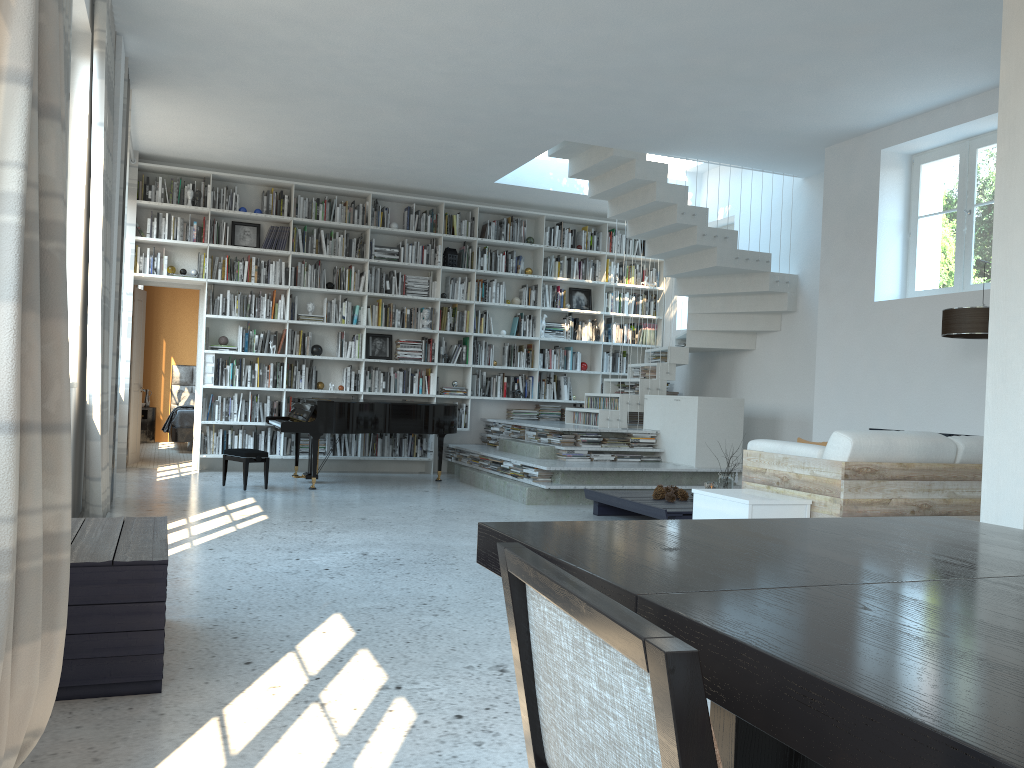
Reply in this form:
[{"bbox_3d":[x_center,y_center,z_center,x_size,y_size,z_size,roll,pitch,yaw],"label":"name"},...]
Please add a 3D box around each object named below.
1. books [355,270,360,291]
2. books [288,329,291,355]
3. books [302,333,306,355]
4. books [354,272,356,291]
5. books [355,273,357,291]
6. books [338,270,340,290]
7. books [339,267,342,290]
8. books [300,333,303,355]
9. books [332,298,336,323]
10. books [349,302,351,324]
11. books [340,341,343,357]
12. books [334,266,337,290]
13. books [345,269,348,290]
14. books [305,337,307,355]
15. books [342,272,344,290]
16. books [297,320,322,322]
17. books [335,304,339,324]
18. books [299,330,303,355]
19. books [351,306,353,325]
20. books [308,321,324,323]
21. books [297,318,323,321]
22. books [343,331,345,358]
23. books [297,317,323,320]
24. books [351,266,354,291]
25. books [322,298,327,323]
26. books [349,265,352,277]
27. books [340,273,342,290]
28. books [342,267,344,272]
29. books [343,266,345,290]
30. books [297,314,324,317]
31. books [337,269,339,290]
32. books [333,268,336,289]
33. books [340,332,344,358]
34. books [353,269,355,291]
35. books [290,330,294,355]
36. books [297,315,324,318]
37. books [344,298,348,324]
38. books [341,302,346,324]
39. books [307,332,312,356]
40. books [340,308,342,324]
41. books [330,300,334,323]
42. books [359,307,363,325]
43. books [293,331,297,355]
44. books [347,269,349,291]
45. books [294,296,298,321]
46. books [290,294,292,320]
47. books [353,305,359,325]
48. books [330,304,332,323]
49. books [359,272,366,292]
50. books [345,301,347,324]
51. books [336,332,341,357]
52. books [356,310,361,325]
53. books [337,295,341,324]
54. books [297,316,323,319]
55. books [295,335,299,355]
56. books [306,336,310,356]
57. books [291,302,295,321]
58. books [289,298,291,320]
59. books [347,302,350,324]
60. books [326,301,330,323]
[{"bbox_3d":[-1.741,-1.147,9.963,0.022,0.257,0.155,2,0,-21],"label":"books"},{"bbox_3d":[-2.443,-0.458,9.706,0.025,0.284,0.145,2,0,-21],"label":"books"},{"bbox_3d":[-2.306,-0.433,9.779,0.028,0.248,0.142,2,0,-21],"label":"books"},{"bbox_3d":[-1.783,-1.135,9.957,0.011,0.229,0.165,2,0,-21],"label":"books"},{"bbox_3d":[-1.767,-1.128,9.964,0.024,0.216,0.142,2,0,-21],"label":"books"},{"bbox_3d":[-1.934,-1.147,9.872,0.005,0.236,0.178,2,0,-21],"label":"books"},{"bbox_3d":[-1.919,-1.162,9.910,0.009,0.267,0.149,2,0,-21],"label":"books"},{"bbox_3d":[-2.320,-0.432,9.756,0.014,0.244,0.153,2,0,-21],"label":"books"},{"bbox_3d":[-1.987,-0.805,9.868,0.012,0.286,0.167,2,0,-21],"label":"books"},{"bbox_3d":[-1.834,-0.782,9.953,0.022,0.256,0.152,2,0,-21],"label":"books"},{"bbox_3d":[-1.924,-0.384,9.908,0.025,0.186,0.154,2,0,-21],"label":"books"},{"bbox_3d":[-1.975,-1.169,9.894,0.012,0.276,0.129,2,0,-21],"label":"books"},{"bbox_3d":[-1.856,-1.147,9.899,0.013,0.244,0.188,2,0,-21],"label":"books"},{"bbox_3d":[-2.282,-0.412,9.767,0.011,0.208,0.180,2,0,-21],"label":"books"},{"bbox_3d":[-1.901,-1.136,9.883,0.006,0.216,0.181,2,0,-21],"label":"books"},{"bbox_3d":[-2.235,-0.692,9.793,0.254,0.012,0.161,3,-1,-21],"label":"books"},{"bbox_3d":[-1.966,-0.773,9.894,0.048,0.225,0.149,2,0,-21],"label":"books"},{"bbox_3d":[-2.331,-0.448,9.729,0.026,0.274,0.190,2,0,-21],"label":"books"},{"bbox_3d":[-1.812,-0.763,9.962,0.026,0.219,0.150,2,0,-21],"label":"books"},{"bbox_3d":[-2.234,-0.679,9.789,0.285,0.012,0.159,3,-1,-23],"label":"books"},{"bbox_3d":[-2.232,-0.704,9.785,0.254,0.012,0.161,3,-1,-25],"label":"books"},{"bbox_3d":[-1.897,-0.438,9.926,0.012,0.298,0.166,2,0,-21],"label":"books"},{"bbox_3d":[-2.230,-0.716,9.783,0.254,0.012,0.161,3,-1,-26],"label":"books"},{"bbox_3d":[-1.803,-1.164,9.937,0.022,0.284,0.190,2,0,-21],"label":"books"},{"bbox_3d":[-2.079,-0.809,9.835,0.012,0.285,0.159,2,0,-21],"label":"books"},{"bbox_3d":[-1.818,-1.175,9.935,0.006,0.304,0.165,2,0,-21],"label":"books"},{"bbox_3d":[-1.927,-1.129,9.899,0.011,0.200,0.162,2,0,-21],"label":"books"},{"bbox_3d":[-1.903,-1.165,9.906,0.005,0.275,0.157,2,0,-21],"label":"books"},{"bbox_3d":[-1.889,-1.171,9.922,0.033,0.287,0.155,2,0,-21],"label":"books"},{"bbox_3d":[-2.229,-0.752,9.784,0.285,0.012,0.159,3,-1,-25],"label":"books"},{"bbox_3d":[-1.954,-1.150,9.873,0.005,0.240,0.173,2,0,-21],"label":"books"},{"bbox_3d":[-1.981,-1.158,9.884,0.005,0.254,0.161,2,0,-21],"label":"books"},{"bbox_3d":[-1.909,-0.436,9.925,0.011,0.291,0.155,2,0,-21],"label":"books"},{"bbox_3d":[-1.791,-1.150,9.950,0.010,0.257,0.140,2,0,-21],"label":"books"},{"bbox_3d":[-2.421,-0.452,9.720,0.026,0.275,0.154,2,0,-21],"label":"books"},{"bbox_3d":[-2.232,-0.740,9.789,0.285,0.012,0.159,3,-1,-19],"label":"books"},{"bbox_3d":[-1.862,-0.806,9.919,0.011,0.301,0.178,2,0,-21],"label":"books"},{"bbox_3d":[-1.893,-0.781,9.909,0.028,0.247,0.170,2,0,-21],"label":"books"},{"bbox_3d":[-2.241,-0.439,9.795,0.028,0.266,0.144,2,0,-21],"label":"books"},{"bbox_3d":[-1.926,-0.753,9.917,0.025,0.189,0.140,2,0,-21],"label":"books"},{"bbox_3d":[-2.007,-0.796,9.873,0.022,0.267,0.151,2,0,-21],"label":"books"},{"bbox_3d":[-1.706,-0.757,10.001,0.026,0.217,0.126,2,0,-21],"label":"books"},{"bbox_3d":[-2.390,-0.445,9.725,0.036,0.263,0.166,2,0,-21],"label":"books"},{"bbox_3d":[-1.841,-1.151,9.931,0.017,0.253,0.139,2,0,-21],"label":"books"},{"bbox_3d":[-2.378,-0.819,9.730,0.021,0.278,0.136,2,0,-21],"label":"books"},{"bbox_3d":[-2.430,-0.832,9.727,0.011,0.298,0.135,2,0,-21],"label":"books"},{"bbox_3d":[-1.764,-0.765,9.956,0.060,0.227,0.179,2,0,-21],"label":"books"},{"bbox_3d":[-2.035,-0.777,9.878,0.024,0.227,0.137,2,0,-21],"label":"books"},{"bbox_3d":[-1.694,-1.135,9.959,0.064,0.237,0.208,2,0,-21],"label":"books"},{"bbox_3d":[-1.870,-0.789,9.907,0.012,0.265,0.192,2,0,-21],"label":"books"},{"bbox_3d":[-1.940,-0.434,9.905,0.012,0.285,0.159,2,0,-21],"label":"books"},{"bbox_3d":[-1.731,-0.740,9.989,0.027,0.181,0.142,2,0,-21],"label":"books"},{"bbox_3d":[-1.934,-0.824,9.897,0.010,0.329,0.173,2,0,-21],"label":"books"},{"bbox_3d":[-2.231,-0.728,9.787,0.254,0.012,0.161,3,-1,-24],"label":"books"},{"bbox_3d":[-2.364,-0.426,9.739,0.025,0.228,0.153,2,0,-21],"label":"books"},{"bbox_3d":[-2.263,-0.415,9.771,0.028,0.216,0.175,2,0,-21],"label":"books"},{"bbox_3d":[-2.407,-0.786,9.725,0.034,0.209,0.136,2,0,-21],"label":"books"},{"bbox_3d":[-2.440,-0.812,9.704,0.024,0.257,0.134,2,0,-21],"label":"books"},{"bbox_3d":[-1.847,-0.785,9.926,0.023,0.260,0.170,2,0,-21],"label":"books"},{"bbox_3d":[-2.049,-0.788,9.842,0.030,0.247,0.174,2,0,-21],"label":"books"}]
